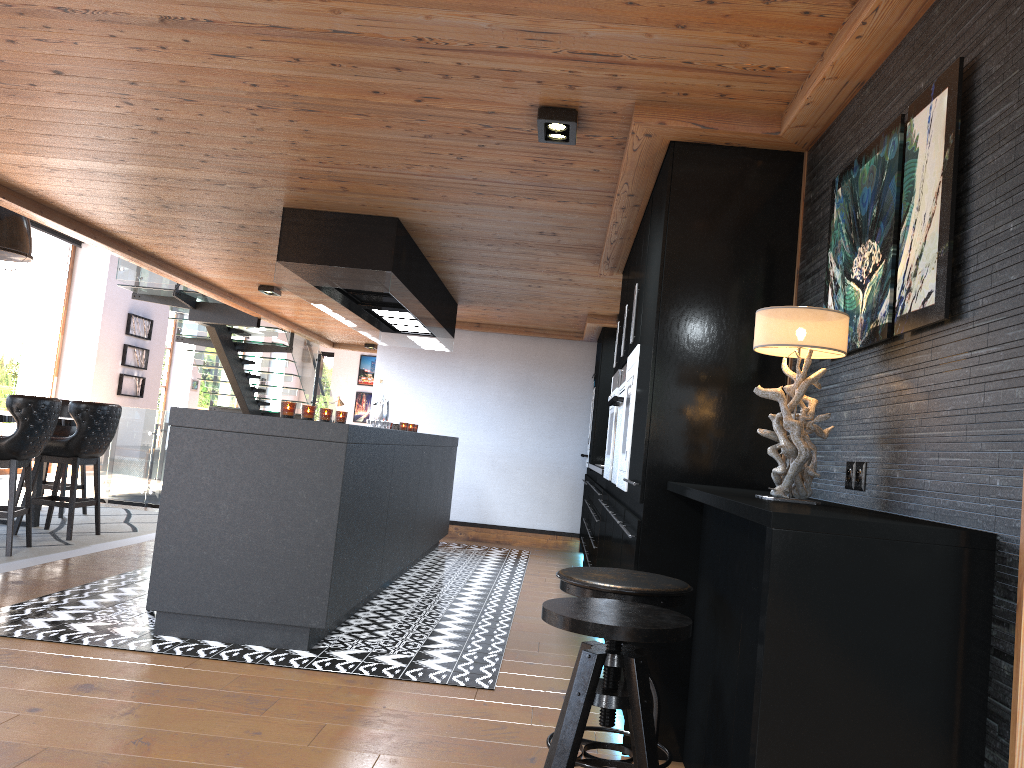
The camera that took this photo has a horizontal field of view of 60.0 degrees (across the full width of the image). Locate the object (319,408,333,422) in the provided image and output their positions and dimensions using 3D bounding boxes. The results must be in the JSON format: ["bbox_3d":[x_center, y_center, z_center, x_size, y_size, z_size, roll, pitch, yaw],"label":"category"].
[{"bbox_3d":[-1.098,0.186,5.223,0.080,0.081,0.078,10,-6,-42],"label":"object"}]

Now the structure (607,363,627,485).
[{"bbox_3d":[0.578,0.218,4.930,0.089,0.673,0.594,5,-4,3],"label":"structure"}]

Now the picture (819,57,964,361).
[{"bbox_3d":[1.000,-0.403,2.418,0.010,0.594,0.925,5,-4,3],"label":"picture"}]

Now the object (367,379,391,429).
[{"bbox_3d":[-1.183,0.183,8.004,0.226,0.453,0.225,6,-5,3],"label":"object"}]

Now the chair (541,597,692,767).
[{"bbox_3d":[0.218,0.911,2.121,0.392,0.722,0.393,6,-5,3],"label":"chair"}]

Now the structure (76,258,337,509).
[{"bbox_3d":[-5.930,0.924,11.720,9.202,6.407,11.023,5,-4,3],"label":"structure"}]

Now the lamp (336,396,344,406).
[{"bbox_3d":[-4.891,1.203,22.417,0.523,1.901,1.332,4,-5,24],"label":"lamp"}]

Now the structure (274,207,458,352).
[{"bbox_3d":[-0.984,-0.701,6.989,0.710,0.477,3.249,5,-4,3],"label":"structure"}]

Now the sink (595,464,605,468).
[{"bbox_3d":[0.925,0.547,7.078,0.462,0.421,0.962,5,-4,3],"label":"sink"}]

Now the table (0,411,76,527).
[{"bbox_3d":[-4.347,0.636,6.347,1.428,0.951,3.796,5,-4,3],"label":"table"}]

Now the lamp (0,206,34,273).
[{"bbox_3d":[-3.875,-3.211,7.119,0.628,4.691,0.614,10,-7,-42],"label":"lamp"}]

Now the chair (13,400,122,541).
[{"bbox_3d":[-3.494,0.678,7.072,0.568,1.093,0.504,6,-5,2],"label":"chair"}]

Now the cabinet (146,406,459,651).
[{"bbox_3d":[-1.164,0.877,6.668,0.888,1.105,4.800,5,-4,3],"label":"cabinet"}]

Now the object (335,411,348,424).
[{"bbox_3d":[-1.079,0.213,5.587,0.080,0.081,0.078,10,-6,-42],"label":"object"}]

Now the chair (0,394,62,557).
[{"bbox_3d":[-3.494,0.612,6.111,0.571,1.093,0.501,7,-5,-13],"label":"chair"}]

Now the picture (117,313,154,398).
[{"bbox_3d":[-6.126,-0.447,14.433,0.059,1.314,0.774,5,-5,3],"label":"picture"}]

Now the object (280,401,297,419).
[{"bbox_3d":[-1.135,0.132,4.493,0.080,0.081,0.078,10,-6,-42],"label":"object"}]

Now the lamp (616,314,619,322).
[{"bbox_3d":[1.055,-0.614,8.279,0.155,0.068,0.152,5,-4,3],"label":"lamp"}]

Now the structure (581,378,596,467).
[{"bbox_3d":[0.897,0.424,9.436,0.255,0.946,0.597,5,-5,3],"label":"structure"}]

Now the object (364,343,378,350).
[{"bbox_3d":[-2.134,-0.573,13.433,0.155,0.068,0.261,5,-4,3],"label":"object"}]

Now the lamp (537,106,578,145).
[{"bbox_3d":[0.182,-1.030,3.518,0.155,0.068,0.261,5,-4,3],"label":"lamp"}]

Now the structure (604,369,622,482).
[{"bbox_3d":[0.789,0.284,5.582,0.382,0.674,0.599,5,-4,3],"label":"structure"}]

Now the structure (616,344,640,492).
[{"bbox_3d":[0.557,0.173,4.305,0.039,0.672,0.593,5,-4,3],"label":"structure"}]

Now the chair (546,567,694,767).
[{"bbox_3d":[0.326,0.972,2.821,0.440,0.717,0.442,5,-5,7],"label":"chair"}]

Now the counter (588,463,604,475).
[{"bbox_3d":[0.926,0.704,7.146,0.531,0.040,2.566,5,-4,3],"label":"counter"}]

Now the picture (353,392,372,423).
[{"bbox_3d":[-3.754,0.648,23.585,0.878,0.817,0.036,6,-5,2],"label":"picture"}]

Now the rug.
[{"bbox_3d":[-4.316,1.117,6.628,2.549,0.047,5.630,5,-4,3],"label":"rug"}]

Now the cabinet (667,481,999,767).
[{"bbox_3d":[0.702,0.825,2.453,0.429,1.011,1.625,5,-4,3],"label":"cabinet"}]

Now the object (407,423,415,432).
[{"bbox_3d":[-0.942,0.410,8.240,0.080,0.081,0.078,8,-5,-32],"label":"object"}]

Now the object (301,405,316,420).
[{"bbox_3d":[-1.117,0.159,4.858,0.080,0.081,0.078,10,-6,-42],"label":"object"}]

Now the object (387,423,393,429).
[{"bbox_3d":[-1.240,0.427,8.917,0.078,0.081,0.080,2,-6,38],"label":"object"}]

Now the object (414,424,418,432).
[{"bbox_3d":[-0.933,0.424,8.429,0.080,0.081,0.078,8,-5,-32],"label":"object"}]

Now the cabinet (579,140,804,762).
[{"bbox_3d":[0.914,0.429,6.522,0.543,2.383,6.428,5,-4,3],"label":"cabinet"}]

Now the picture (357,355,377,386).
[{"bbox_3d":[-3.655,-0.340,23.669,0.878,0.817,0.036,6,-5,2],"label":"picture"}]

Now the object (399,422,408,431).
[{"bbox_3d":[-0.962,0.382,7.858,0.080,0.081,0.078,8,-5,-32],"label":"object"}]

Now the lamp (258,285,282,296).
[{"bbox_3d":[-2.377,-0.924,8.710,0.155,0.068,0.261,5,-4,3],"label":"lamp"}]

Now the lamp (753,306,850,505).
[{"bbox_3d":[0.774,0.063,2.422,0.247,0.516,0.248,5,-5,6],"label":"lamp"}]

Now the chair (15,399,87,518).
[{"bbox_3d":[-4.262,0.690,8.342,0.504,1.093,0.568,6,-5,2],"label":"chair"}]
